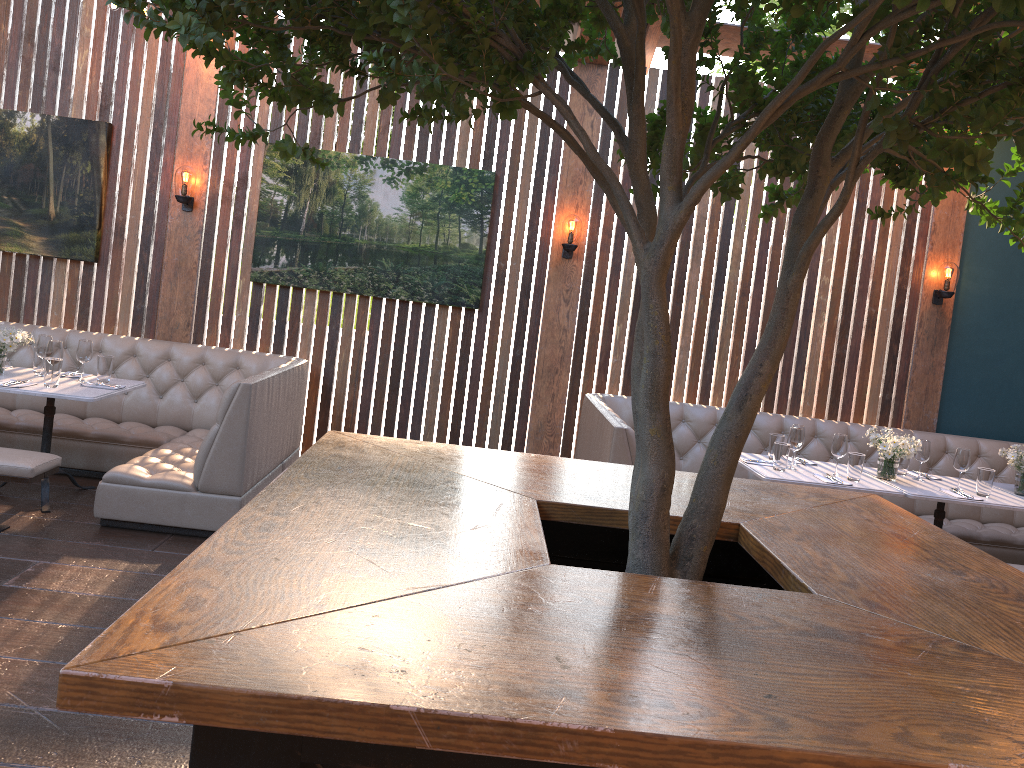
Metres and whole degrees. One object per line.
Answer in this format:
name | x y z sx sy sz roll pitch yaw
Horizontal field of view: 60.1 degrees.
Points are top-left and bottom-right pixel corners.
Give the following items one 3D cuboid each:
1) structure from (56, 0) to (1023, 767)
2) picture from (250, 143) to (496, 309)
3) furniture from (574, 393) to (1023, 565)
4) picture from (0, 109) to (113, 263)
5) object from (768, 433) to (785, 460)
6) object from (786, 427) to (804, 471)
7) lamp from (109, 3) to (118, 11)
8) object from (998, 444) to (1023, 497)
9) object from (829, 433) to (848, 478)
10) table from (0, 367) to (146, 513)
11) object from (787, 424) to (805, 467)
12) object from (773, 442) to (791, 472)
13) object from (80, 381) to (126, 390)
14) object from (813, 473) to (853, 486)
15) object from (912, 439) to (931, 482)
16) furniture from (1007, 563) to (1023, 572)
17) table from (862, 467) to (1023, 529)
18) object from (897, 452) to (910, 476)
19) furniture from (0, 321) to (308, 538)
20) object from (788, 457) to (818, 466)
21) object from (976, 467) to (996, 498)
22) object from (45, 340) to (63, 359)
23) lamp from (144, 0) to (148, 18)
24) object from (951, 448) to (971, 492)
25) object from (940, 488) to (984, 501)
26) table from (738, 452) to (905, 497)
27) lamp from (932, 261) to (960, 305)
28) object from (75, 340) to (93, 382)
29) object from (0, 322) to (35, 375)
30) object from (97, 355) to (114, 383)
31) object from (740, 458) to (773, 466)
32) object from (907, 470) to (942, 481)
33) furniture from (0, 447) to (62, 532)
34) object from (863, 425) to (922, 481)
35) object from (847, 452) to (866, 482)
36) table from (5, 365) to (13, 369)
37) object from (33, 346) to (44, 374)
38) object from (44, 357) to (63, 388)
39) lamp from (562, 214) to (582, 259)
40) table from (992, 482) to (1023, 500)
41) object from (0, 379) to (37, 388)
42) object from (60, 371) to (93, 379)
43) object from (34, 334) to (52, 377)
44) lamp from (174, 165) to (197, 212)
structure | 0.418 -0.495 1.914 2.853 3.686 2.722 7 3 7
picture | -0.994 -1.128 6.344 1.649 0.996 0.065 7 2 -2
furniture | 2.514 0.802 5.653 4.155 0.857 1.717 7 5 -2
picture | -3.716 -1.452 6.251 1.649 0.996 0.065 7 2 -2
object | 1.623 0.390 5.445 0.091 0.158 0.092 6 3 -16
object | 1.651 0.379 5.176 0.092 0.244 0.093 5 4 -44
lamp | -2.402 -2.317 5.345 0.056 0.121 0.056 7 3 1
object | 3.076 0.510 5.277 0.328 0.308 0.338 4 5 -37
object | 1.890 0.413 5.125 0.092 0.244 0.093 5 4 -44
table | -2.683 0.316 5.103 0.798 0.670 0.802 7 4 -3
object | 1.718 0.369 5.343 0.092 0.244 0.093 5 4 -44
object | 1.543 0.419 5.079 0.091 0.158 0.092 6 3 -16
object | -2.381 0.004 5.108 0.255 0.019 0.158 7 6 -2
object | 1.797 0.530 4.981 0.157 0.019 0.256 7 6 -2
object | 2.479 0.461 5.358 0.092 0.244 0.093 5 4 -44
furniture | 2.536 1.148 4.586 2.327 0.398 0.314 7 4 -2
table | 2.523 0.938 5.268 0.798 0.670 0.802 7 4 -2
object | 2.412 0.485 5.470 0.091 0.158 0.092 6 3 -16
furniture | -3.489 0.084 5.462 4.155 0.857 1.717 7 5 -2
object | 1.797 0.477 5.497 0.157 0.019 0.256 7 6 -2
object | 2.702 0.563 5.057 0.091 0.158 0.092 6 3 -16
object | -2.583 -0.122 4.985 0.092 0.244 0.093 5 4 -44
lamp | -2.330 -2.388 5.622 0.056 0.120 0.057 5 3 -36
object | 2.615 0.499 5.155 0.092 0.244 0.093 5 4 -44
object | 2.531 0.618 5.008 0.157 0.019 0.256 7 6 -2
table | 1.713 0.841 5.243 0.798 0.670 0.802 7 4 -3
lamp | 3.147 -0.730 6.416 0.146 0.319 0.178 7 3 -2
object | -2.516 -0.136 5.197 0.092 0.244 0.093 5 4 -44
object | -2.944 -0.209 5.077 0.329 0.308 0.337 8 4 10
object | -2.425 -0.089 5.267 0.091 0.158 0.092 6 3 -16
object | 1.495 0.464 5.264 0.255 0.019 0.158 7 6 -2
object | 2.572 0.569 5.522 0.157 0.019 0.256 7 6 -2
furniture | -3.490 0.428 4.393 2.327 0.398 0.314 7 4 -2
object | 2.251 0.413 5.236 0.331 0.308 0.335 10 5 40
object | 1.951 0.474 5.032 0.091 0.158 0.092 6 3 -16
table | -3.492 0.219 5.077 0.798 0.670 0.802 7 4 -2
object | -2.822 -0.141 5.302 0.091 0.158 0.092 6 3 -16
object | -2.534 -0.061 4.878 0.091 0.158 0.092 6 3 -16
lamp | 0.420 -1.056 6.329 0.146 0.319 0.178 7 3 -2
table | 3.333 1.035 5.294 0.798 0.670 0.802 7 4 -3
object | -2.707 -0.008 4.835 0.157 0.019 0.256 7 6 -2
object | -2.664 -0.057 5.356 0.157 0.019 0.256 7 6 -2
object | -2.757 -0.166 5.205 0.092 0.244 0.093 5 4 -44
lamp | -2.305 -1.382 6.242 0.146 0.319 0.178 7 3 -2
